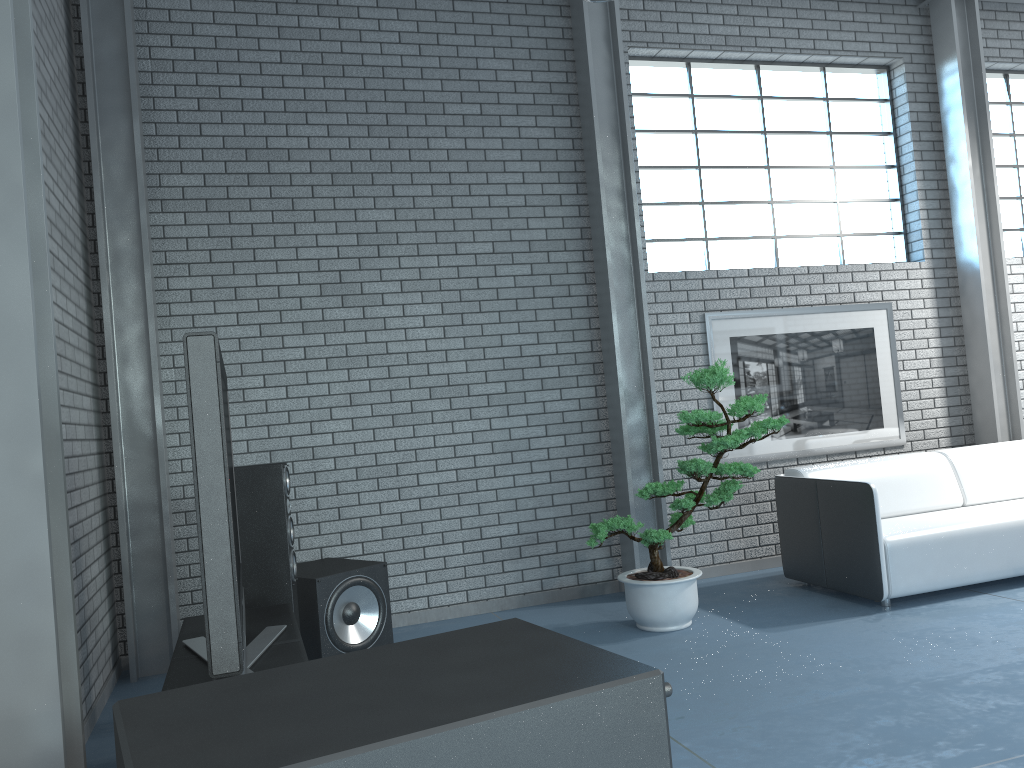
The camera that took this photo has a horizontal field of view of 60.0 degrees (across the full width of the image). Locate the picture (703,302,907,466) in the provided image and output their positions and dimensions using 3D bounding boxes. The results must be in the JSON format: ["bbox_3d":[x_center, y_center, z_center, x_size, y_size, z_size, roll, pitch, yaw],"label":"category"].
[{"bbox_3d":[2.019,-0.017,6.045,1.490,1.015,0.020,-5,-2,-17],"label":"picture"}]

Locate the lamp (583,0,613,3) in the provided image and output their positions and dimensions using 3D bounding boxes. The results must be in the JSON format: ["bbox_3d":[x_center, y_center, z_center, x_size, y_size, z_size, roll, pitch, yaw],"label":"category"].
[{"bbox_3d":[0.455,-2.307,4.038,0.300,0.872,0.639,-5,-2,-17],"label":"lamp"}]

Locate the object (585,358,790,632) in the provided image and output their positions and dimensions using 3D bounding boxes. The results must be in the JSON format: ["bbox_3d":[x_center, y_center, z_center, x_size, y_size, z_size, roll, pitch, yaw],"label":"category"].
[{"bbox_3d":[0.909,0.568,4.601,1.032,1.362,0.586,-6,-2,32],"label":"object"}]

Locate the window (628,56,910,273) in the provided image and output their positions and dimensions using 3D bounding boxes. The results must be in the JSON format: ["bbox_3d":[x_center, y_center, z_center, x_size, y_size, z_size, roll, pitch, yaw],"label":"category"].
[{"bbox_3d":[1.810,-1.536,6.292,2.200,1.500,0.100,-5,-2,-17],"label":"window"}]

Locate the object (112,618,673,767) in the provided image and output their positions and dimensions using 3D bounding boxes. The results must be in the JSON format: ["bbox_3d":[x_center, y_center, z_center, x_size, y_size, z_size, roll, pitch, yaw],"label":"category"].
[{"bbox_3d":[-0.016,0.674,0.438,0.254,1.045,0.159,-4,-2,-27],"label":"object"}]

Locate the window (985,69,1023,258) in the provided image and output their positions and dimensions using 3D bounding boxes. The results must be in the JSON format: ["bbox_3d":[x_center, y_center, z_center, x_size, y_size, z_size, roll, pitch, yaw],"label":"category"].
[{"bbox_3d":[4.476,-1.747,7.121,2.200,1.500,0.100,-5,-2,-17],"label":"window"}]

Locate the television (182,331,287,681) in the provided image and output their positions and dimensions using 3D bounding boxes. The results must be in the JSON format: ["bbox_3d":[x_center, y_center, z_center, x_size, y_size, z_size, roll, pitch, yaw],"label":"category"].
[{"bbox_3d":[-0.843,0.382,2.579,0.343,0.919,1.356,-5,-2,-17],"label":"television"}]

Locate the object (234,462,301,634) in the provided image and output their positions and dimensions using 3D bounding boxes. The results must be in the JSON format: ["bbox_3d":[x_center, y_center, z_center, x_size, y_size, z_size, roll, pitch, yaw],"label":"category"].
[{"bbox_3d":[-1.082,0.883,3.922,0.254,1.045,0.159,-5,-2,-7],"label":"object"}]

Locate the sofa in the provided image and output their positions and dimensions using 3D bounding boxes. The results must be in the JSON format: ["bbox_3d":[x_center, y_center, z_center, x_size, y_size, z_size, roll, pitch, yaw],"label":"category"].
[{"bbox_3d":[2.782,0.729,5.270,2.238,0.661,0.919,-5,-2,-17],"label":"sofa"}]

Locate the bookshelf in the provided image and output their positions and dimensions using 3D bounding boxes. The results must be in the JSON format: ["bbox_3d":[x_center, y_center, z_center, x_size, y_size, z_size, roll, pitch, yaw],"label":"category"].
[{"bbox_3d":[-0.659,1.063,2.189,0.405,0.497,2.764,-5,-2,-17],"label":"bookshelf"}]

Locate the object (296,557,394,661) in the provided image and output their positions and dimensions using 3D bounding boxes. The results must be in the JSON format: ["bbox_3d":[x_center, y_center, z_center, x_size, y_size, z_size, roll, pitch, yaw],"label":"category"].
[{"bbox_3d":[-0.965,1.187,4.615,0.536,0.464,0.445,-7,-3,43],"label":"object"}]
